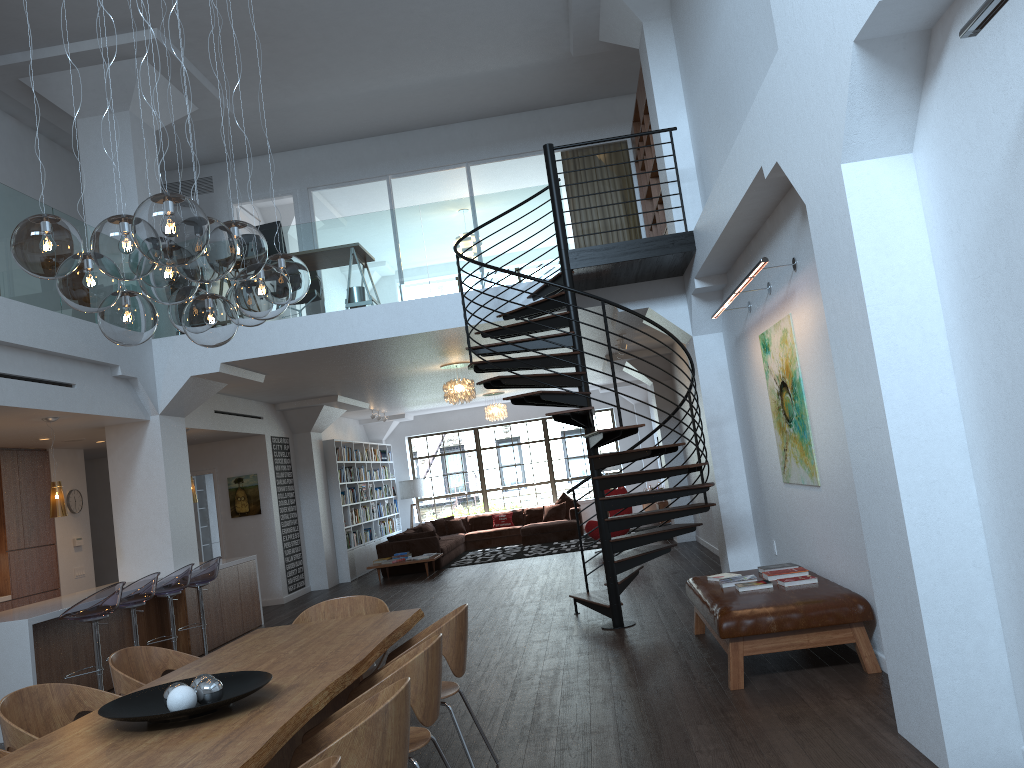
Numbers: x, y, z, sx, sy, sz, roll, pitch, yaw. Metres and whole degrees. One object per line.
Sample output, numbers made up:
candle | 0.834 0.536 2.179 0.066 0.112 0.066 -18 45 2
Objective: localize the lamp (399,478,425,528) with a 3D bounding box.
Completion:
lamp | -2.121 2.895 19.466 0.545 1.579 0.545 -7 -6 -7

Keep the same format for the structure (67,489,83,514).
structure | -5.519 1.483 11.198 0.040 0.300 0.300 -8 -6 4

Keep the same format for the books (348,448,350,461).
books | -3.023 1.285 16.008 0.182 0.253 0.098 -8 -6 4

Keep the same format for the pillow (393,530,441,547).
pillow | -1.623 2.720 15.223 0.750 0.364 0.289 -8 -6 3

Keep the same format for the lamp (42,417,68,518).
lamp | -3.284 0.279 9.067 0.149 1.807 2.842 -13 -8 43

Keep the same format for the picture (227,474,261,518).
picture | -3.972 1.660 13.155 0.450 0.600 0.030 -8 -6 4

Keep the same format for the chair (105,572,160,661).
chair | -3.170 2.124 7.457 0.481 1.014 0.530 -8 -6 2

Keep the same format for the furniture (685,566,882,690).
furniture | 1.759 1.592 6.085 0.907 0.453 1.819 -8 -6 4

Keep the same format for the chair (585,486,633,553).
chair | 1.557 2.154 14.230 0.801 1.006 0.798 -11 -6 29

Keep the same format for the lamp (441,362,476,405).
lamp | -0.728 0.004 12.079 0.442 0.539 0.441 -3 -8 -43

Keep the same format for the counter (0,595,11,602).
counter | -5.989 2.200 7.614 0.600 0.050 4.387 -8 -6 4

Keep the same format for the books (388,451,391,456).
books | -2.738 1.604 19.503 0.140 0.231 0.042 -8 -6 4

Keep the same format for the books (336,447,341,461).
books | -3.077 1.236 15.463 0.170 0.251 0.118 -8 -6 4

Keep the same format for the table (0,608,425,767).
table | -1.107 1.545 3.148 1.012 0.750 3.803 -8 -6 4

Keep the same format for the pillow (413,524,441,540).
pillow | -1.633 2.870 16.917 0.325 0.391 0.625 -10 -6 20

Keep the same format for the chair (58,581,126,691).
chair | -3.194 2.065 6.827 0.481 1.014 0.530 -8 -6 6

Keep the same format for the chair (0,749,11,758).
chair | -1.758 1.561 2.827 0.618 0.833 0.629 -8 -6 4

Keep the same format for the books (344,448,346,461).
books | -3.049 1.268 15.756 0.174 0.242 0.105 -8 -6 4

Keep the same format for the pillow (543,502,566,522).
pillow | 0.865 2.644 18.289 0.542 0.362 0.248 -10 -6 25

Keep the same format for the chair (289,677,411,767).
chair | -0.557 1.387 2.751 0.618 0.833 0.629 -8 -6 4

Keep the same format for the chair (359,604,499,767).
chair | -0.447 1.522 4.272 0.617 0.830 0.629 -8 -6 4

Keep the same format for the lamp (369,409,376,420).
lamp | -2.643 0.572 16.848 0.111 0.211 0.120 -12 -7 38

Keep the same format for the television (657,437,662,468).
television | 2.860 1.389 16.784 0.013 0.816 1.324 -8 -6 4

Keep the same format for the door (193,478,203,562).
door | -5.310 2.552 14.019 0.826 2.032 0.174 -8 -6 4

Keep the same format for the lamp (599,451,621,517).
lamp | 2.129 2.266 19.071 0.545 1.579 0.545 -9 -6 15

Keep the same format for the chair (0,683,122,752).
chair | -1.696 1.628 3.585 0.618 0.833 0.629 -8 -6 4

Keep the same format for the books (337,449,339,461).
books | -3.079 1.243 15.353 0.161 0.218 0.101 -8 -6 4

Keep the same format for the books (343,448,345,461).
books | -3.057 1.260 15.703 0.170 0.251 0.118 -8 -6 4

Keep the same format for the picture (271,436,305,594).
picture | -3.457 1.998 13.738 0.021 2.380 0.800 -8 -6 4

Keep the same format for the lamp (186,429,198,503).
lamp | -3.930 0.996 10.749 0.149 0.900 0.149 -3 -7 -41

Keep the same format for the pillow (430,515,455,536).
pillow | -1.383 2.979 18.518 0.580 0.418 0.334 -5 -6 -23

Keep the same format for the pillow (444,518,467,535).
pillow | -1.200 2.961 18.407 0.489 0.337 0.238 -5 -6 -26

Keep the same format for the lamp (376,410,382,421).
lamp | -2.602 0.617 17.351 0.120 0.211 0.111 -4 -7 -37

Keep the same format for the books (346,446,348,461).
books | -3.050 1.260 15.908 0.197 0.290 0.136 -8 -6 4

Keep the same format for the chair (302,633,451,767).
chair | -0.515 1.457 3.511 0.618 0.833 0.629 -8 -6 5

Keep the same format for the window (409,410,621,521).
window | 0.078 1.846 19.994 4.648 1.905 0.114 -8 -6 4

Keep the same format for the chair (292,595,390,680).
chair | -0.959 1.674 5.064 0.629 0.833 0.618 -8 -6 -1

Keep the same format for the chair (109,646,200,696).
chair | -1.616 1.694 4.359 0.618 0.833 0.629 -8 -6 2

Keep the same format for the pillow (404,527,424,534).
pillow | -1.645 2.707 15.494 0.269 0.411 0.559 -3 -7 -40

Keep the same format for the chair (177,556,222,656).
chair | -3.051 2.234 8.714 0.481 1.014 0.530 -8 -6 6

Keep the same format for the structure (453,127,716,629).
structure | 0.628 -0.045 7.923 1.998 4.352 1.998 -4 -7 -35

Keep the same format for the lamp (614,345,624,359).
lamp | 1.506 -0.447 12.400 0.111 0.211 0.120 -12 -7 38

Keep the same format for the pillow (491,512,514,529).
pillow | -0.189 2.844 18.478 0.465 0.308 0.220 -8 -6 0

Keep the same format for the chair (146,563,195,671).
chair | -3.102 2.178 8.088 0.481 1.014 0.530 -8 -6 2

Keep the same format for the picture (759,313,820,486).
picture | 2.051 0.149 6.619 0.010 1.200 1.095 -8 -6 4

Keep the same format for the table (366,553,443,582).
table | -1.711 2.997 14.415 1.100 0.271 0.853 -8 -6 4

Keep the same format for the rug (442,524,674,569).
rug | 0.942 2.947 16.246 4.200 0.007 3.100 -8 -6 5

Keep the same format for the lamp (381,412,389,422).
lamp | -2.560 0.662 17.865 0.120 0.211 0.111 -6 -6 -22

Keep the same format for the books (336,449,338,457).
books | -3.091 1.231 15.198 0.182 0.215 0.188 -8 -6 4

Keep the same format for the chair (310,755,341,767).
chair | -0.633 1.320 1.977 0.618 0.833 0.629 -8 -6 4

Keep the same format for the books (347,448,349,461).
books | -3.027 1.285 15.975 0.159 0.248 0.089 -8 -6 4

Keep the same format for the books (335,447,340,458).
books | -3.082 1.234 15.419 0.159 0.248 0.089 -8 -6 4

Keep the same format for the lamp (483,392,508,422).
lamp | -0.319 0.450 17.104 0.442 0.539 0.441 -3 -8 -43

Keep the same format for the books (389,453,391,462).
books | -2.740 1.614 19.421 0.136 0.196 0.045 -8 -6 4

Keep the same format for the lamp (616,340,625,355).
lamp | 1.465 -0.491 11.898 0.120 0.211 0.111 -4 -7 -37

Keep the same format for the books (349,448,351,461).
books | -3.019 1.297 16.094 0.174 0.243 0.085 -8 -6 4

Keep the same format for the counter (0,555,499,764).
counter | -2.997 2.148 7.128 3.039 0.860 8.182 -5 -6 -25

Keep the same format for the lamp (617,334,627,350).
lamp | 1.422 -0.537 11.383 0.120 0.211 0.111 -6 -6 -22

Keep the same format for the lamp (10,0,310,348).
lamp | -1.475 -1.236 3.743 0.849 2.140 1.787 -8 -6 3

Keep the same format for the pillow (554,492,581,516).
pillow | 1.071 2.548 18.447 0.651 0.587 0.335 -6 -6 -17
